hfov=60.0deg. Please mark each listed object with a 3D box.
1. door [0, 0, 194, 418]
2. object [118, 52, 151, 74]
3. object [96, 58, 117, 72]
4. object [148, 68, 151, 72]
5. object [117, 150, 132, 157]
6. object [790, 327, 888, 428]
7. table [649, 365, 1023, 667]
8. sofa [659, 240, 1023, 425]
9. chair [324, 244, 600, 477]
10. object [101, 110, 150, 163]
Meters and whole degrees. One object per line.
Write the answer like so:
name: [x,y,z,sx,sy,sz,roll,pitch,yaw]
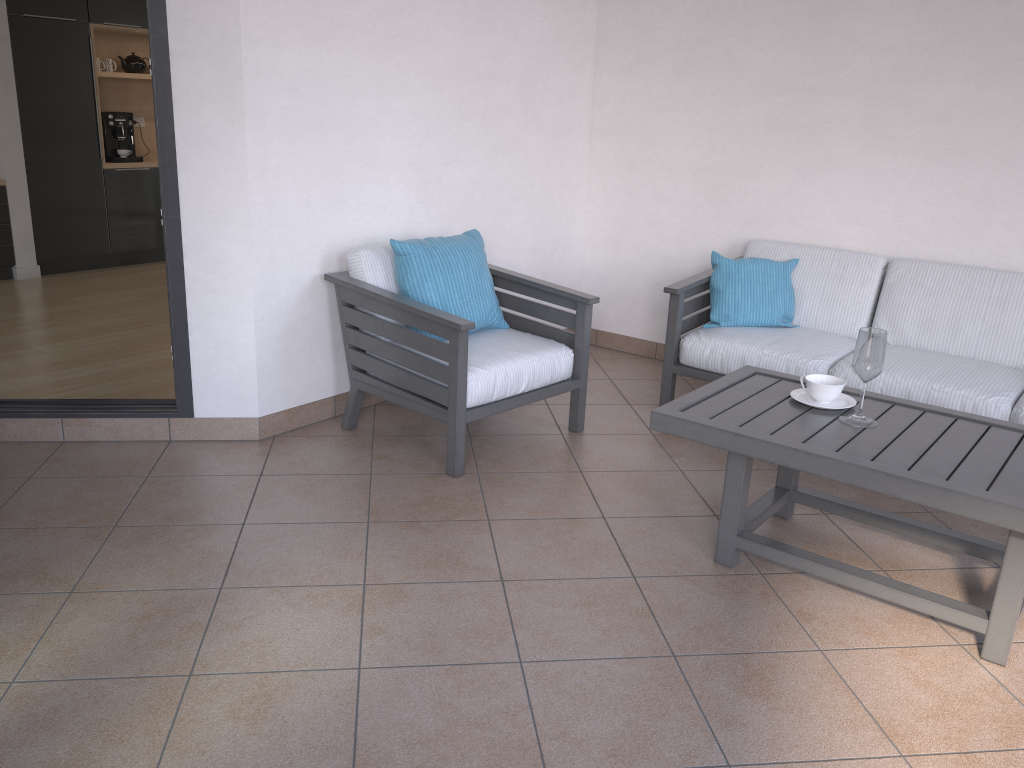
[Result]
door: [-1.619,-0.971,2.809,0.905,2.500,0.924,0,18,-8]
object: [-3.235,-2.750,7.599,0.240,0.171,0.213,-3,18,-16]
object: [-3.444,-2.643,7.343,0.112,0.105,0.297,16,22,37]
object: [-3.151,-2.753,7.812,0.099,0.057,0.095,1,18,-5]
object: [-3.212,-1.905,7.333,0.099,0.057,0.095,17,22,38]
object: [1.006,-0.057,2.746,0.203,0.284,0.337,2,17,-2]
table: [1.124,0.367,2.662,1.260,0.473,0.710,15,21,35]
sofa: [1.765,-0.081,3.688,2.161,0.765,0.807,15,21,35]
chair: [-0.210,-0.174,3.704,0.807,0.765,0.797,18,23,40]
object: [-3.260,-2.110,7.540,0.584,0.398,0.618,15,22,35]
